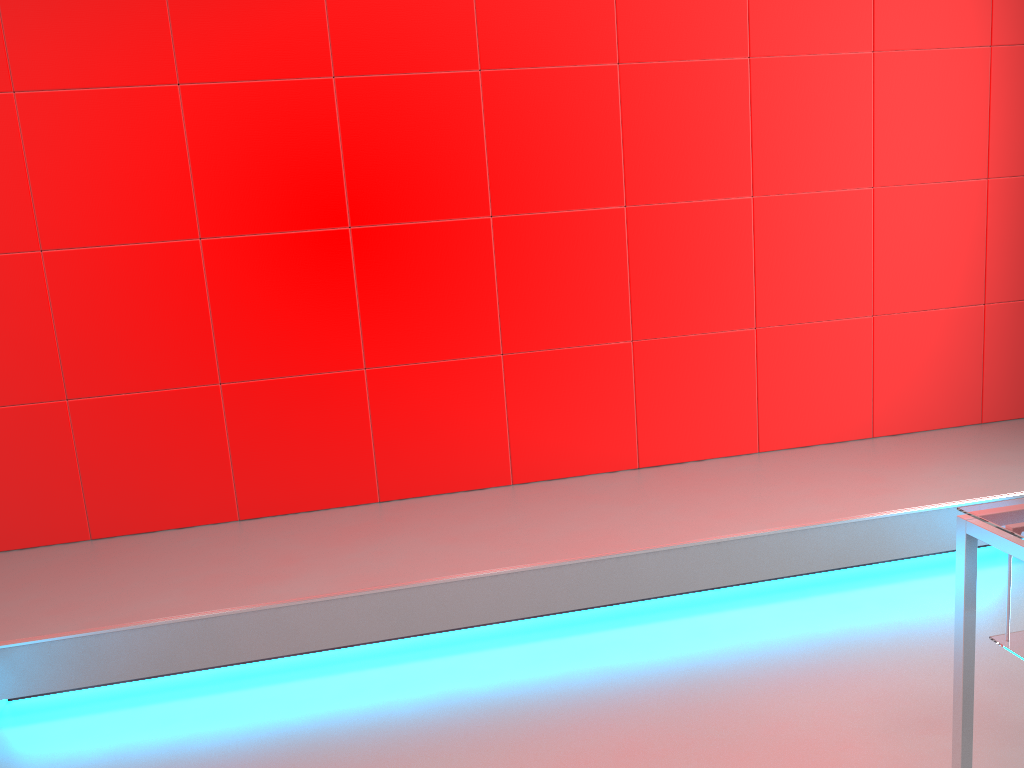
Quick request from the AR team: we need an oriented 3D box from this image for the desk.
[{"bbox_3d":[1.228,0.661,0.895,0.594,0.690,1.617,-6,11,-10],"label":"desk"}]
